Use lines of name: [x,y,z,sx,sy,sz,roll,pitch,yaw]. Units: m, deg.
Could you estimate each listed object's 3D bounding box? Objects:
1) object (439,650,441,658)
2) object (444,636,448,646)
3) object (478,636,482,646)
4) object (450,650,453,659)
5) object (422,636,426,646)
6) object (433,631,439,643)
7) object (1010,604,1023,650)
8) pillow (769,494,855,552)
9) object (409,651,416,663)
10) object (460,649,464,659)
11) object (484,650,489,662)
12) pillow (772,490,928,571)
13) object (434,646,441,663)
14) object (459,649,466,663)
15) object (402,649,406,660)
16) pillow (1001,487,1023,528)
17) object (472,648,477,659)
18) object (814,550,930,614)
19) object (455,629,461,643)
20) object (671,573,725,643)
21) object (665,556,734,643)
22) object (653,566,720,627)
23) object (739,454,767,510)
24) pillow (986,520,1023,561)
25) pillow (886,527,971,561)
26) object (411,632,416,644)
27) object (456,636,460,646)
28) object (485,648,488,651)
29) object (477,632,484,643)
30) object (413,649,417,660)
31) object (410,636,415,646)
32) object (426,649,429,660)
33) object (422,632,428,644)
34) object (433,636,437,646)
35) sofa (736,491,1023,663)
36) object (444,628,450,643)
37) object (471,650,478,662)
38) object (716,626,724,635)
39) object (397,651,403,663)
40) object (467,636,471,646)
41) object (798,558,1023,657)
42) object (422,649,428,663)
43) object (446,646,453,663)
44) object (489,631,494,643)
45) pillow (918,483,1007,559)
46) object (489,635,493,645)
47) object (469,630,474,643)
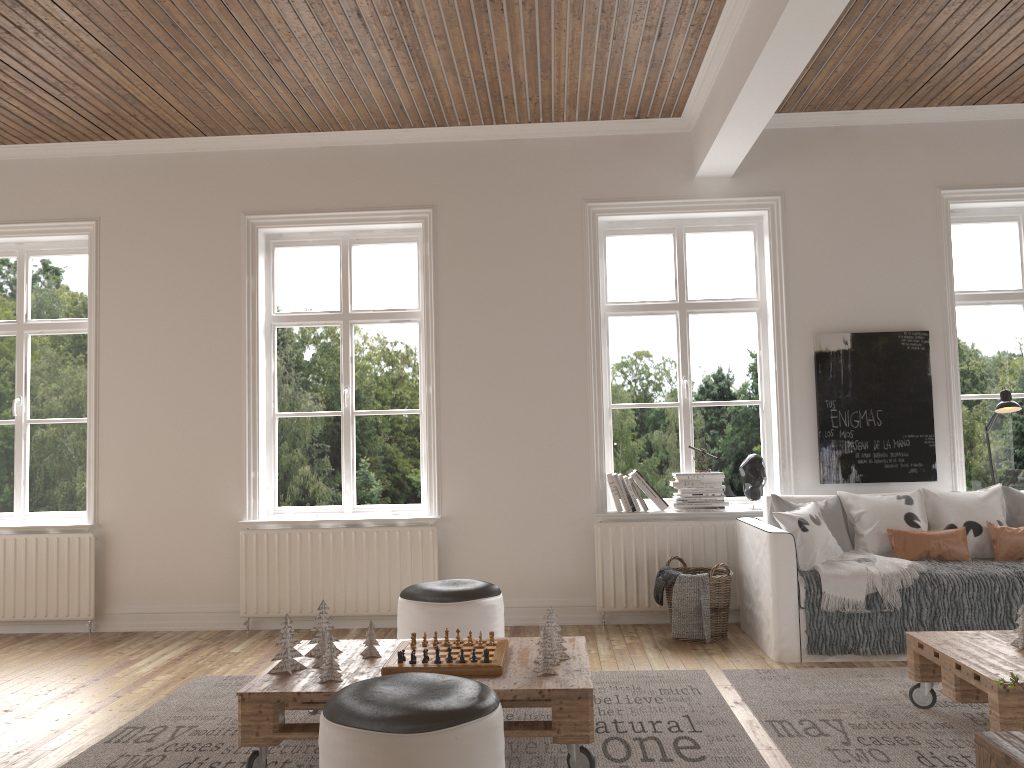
object: [-0.268,0.979,3.215,0.017,0.037,0.017,-3,-4,22]
object: [-0.256,0.994,3.434,0.017,0.037,0.017,-3,-4,22]
object: [-0.123,0.990,3.424,0.017,0.037,0.017,-3,-4,22]
object: [-0.224,0.978,3.214,0.017,0.037,0.017,-3,-4,22]
object: [-0.340,0.996,3.437,0.017,0.037,0.017,-3,-4,22]
object: [-0.298,0.993,3.480,0.022,0.047,0.022,-4,-5,35]
object: [1.919,0.903,3.316,0.088,0.161,0.093,-2,-4,12]
pillow: [1.631,0.808,4.869,0.541,0.431,0.282,0,-4,-23]
object: [-0.356,0.975,3.177,0.026,0.044,0.026,2,-5,-42]
object: [-0.181,0.977,3.212,0.017,0.037,0.017,-3,-4,22]
object: [-0.091,0.970,3.162,0.019,0.040,0.019,-4,-5,36]
pillow: [1.819,0.798,4.777,1.020,0.414,0.417,0,-4,-15]
object: [-0.267,0.965,3.171,0.025,0.058,0.025,2,-5,-42]
object: [-0.178,0.969,3.168,0.022,0.047,0.022,-4,-5,35]
object: [-0.394,0.983,3.222,0.017,0.037,0.017,0,-4,-17]
pillow: [2.940,0.773,4.775,0.546,0.437,0.292,-4,-5,36]
object: [-0.137,0.976,3.210,0.017,0.037,0.017,-3,-4,22]
object: [1.840,0.996,4.631,0.588,0.255,0.729,-2,-4,6]
object: [-0.211,0.986,3.478,0.025,0.055,0.025,-4,-5,35]
object: [1.021,1.210,4.924,0.290,0.356,0.349,-4,-4,32]
object: [1.042,1.200,4.964,0.393,0.432,0.393,-3,-4,24]
object: [0.971,1.196,4.956,0.367,0.332,0.303,-1,-4,-6]
object: [1.472,0.596,5.420,0.171,0.340,0.177,-4,-5,38]
pillow: [2.717,0.831,4.650,0.414,0.235,0.117,-2,-4,2]
pillow: [2.213,0.871,4.696,0.414,0.220,0.116,-2,-4,4]
object: [-0.386,0.998,3.484,0.019,0.040,0.019,-1,-4,-1]
object: [-0.210,0.992,3.431,0.017,0.037,0.017,-3,-4,22]
object: [-0.091,0.974,3.207,0.017,0.037,0.017,-3,-4,22]
object: [-0.124,0.990,3.472,0.026,0.044,0.026,2,-5,-42]
object: [-0.355,0.982,3.222,0.017,0.037,0.017,-3,-4,22]
object: [-0.386,0.997,3.438,0.017,0.037,0.017,-3,-4,22]
object: [-0.309,0.980,3.220,0.017,0.037,0.017,-3,-4,22]
object: [-0.342,0.996,3.483,0.026,0.044,0.026,2,-5,-42]
object: [-0.299,0.995,3.436,0.017,0.037,0.017,-3,-4,22]
sofa: [2.277,0.982,4.757,1.960,0.776,0.866,-2,-4,3]
object: [-0.255,0.986,3.478,0.025,0.058,0.025,2,-5,-42]
object: [-0.136,0.969,3.167,0.026,0.044,0.026,2,-5,-42]
object: [1.048,1.312,4.960,0.291,0.186,0.280,-1,-4,-12]
object: [-0.400,0.978,3.176,0.019,0.040,0.019,-1,-4,-1]
object: [-0.167,0.991,3.427,0.017,0.037,0.017,-3,-4,22]
object: [2.283,1.119,4.592,1.680,0.423,0.651,-2,-4,3]
object: [-0.312,0.972,3.174,0.022,0.047,0.022,1,-4,-29]
object: [-0.224,0.966,3.170,0.025,0.055,0.025,-4,-5,35]
object: [-0.079,0.990,3.469,0.019,0.040,0.019,-4,-5,36]
pillow: [2.751,0.762,4.709,1.081,0.450,0.403,-3,-4,27]
object: [-0.082,0.989,3.424,0.017,0.037,0.017,-3,-4,22]
object: [-0.162,0.989,3.473,0.022,0.047,0.022,-4,-5,35]
